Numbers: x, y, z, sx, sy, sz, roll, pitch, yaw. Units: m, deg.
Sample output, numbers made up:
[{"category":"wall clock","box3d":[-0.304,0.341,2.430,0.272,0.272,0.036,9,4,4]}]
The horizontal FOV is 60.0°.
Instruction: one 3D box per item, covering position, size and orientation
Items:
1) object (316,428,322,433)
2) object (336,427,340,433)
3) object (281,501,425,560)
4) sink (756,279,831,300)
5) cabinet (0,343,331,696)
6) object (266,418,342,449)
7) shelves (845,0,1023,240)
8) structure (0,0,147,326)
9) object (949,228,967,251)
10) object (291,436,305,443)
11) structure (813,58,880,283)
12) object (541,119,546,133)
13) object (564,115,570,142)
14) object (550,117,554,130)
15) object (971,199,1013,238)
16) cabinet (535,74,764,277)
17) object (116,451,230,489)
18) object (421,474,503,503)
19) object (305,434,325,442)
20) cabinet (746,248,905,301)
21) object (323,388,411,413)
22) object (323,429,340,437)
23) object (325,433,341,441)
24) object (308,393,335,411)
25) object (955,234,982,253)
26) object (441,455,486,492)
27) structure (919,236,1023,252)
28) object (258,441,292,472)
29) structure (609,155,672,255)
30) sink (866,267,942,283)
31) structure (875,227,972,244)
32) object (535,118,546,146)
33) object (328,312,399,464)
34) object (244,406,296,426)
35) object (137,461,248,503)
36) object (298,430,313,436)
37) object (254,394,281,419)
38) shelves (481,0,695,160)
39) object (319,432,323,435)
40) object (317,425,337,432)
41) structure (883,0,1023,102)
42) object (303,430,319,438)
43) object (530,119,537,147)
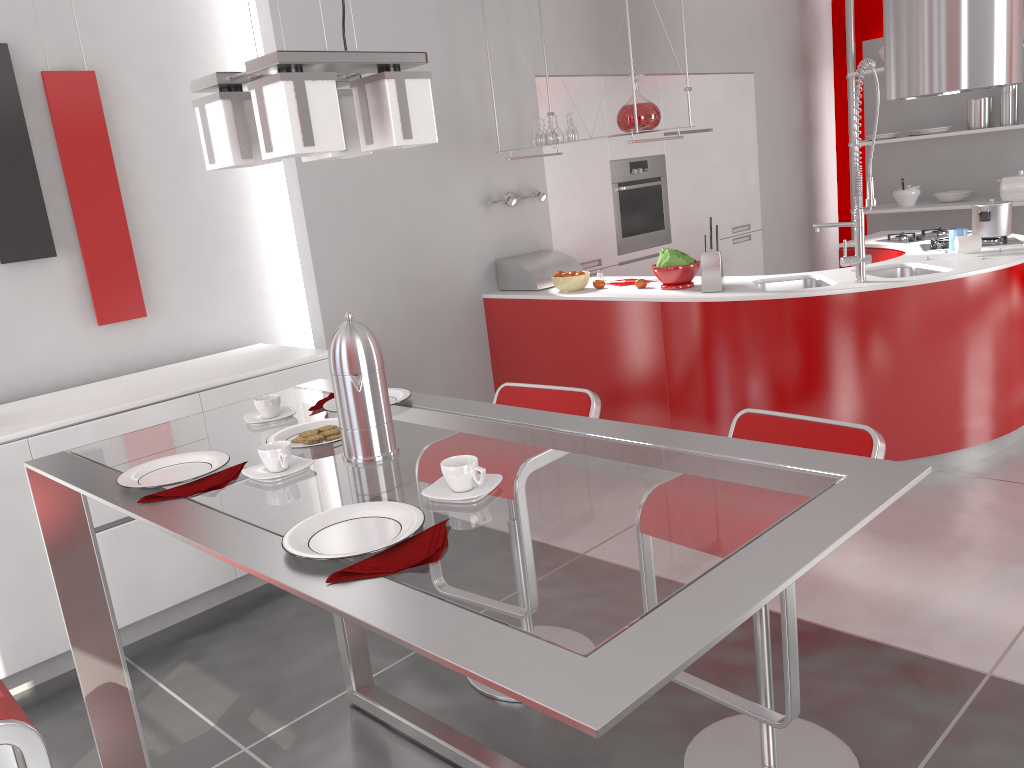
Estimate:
[{"category":"object","box3d":[-0.416,0.101,1.970,0.034,0.006,0.036,-19,18,-42]},{"category":"object","box3d":[-0.379,0.102,1.944,0.036,0.006,0.034,6,19,45]},{"category":"object","box3d":[-0.239,0.225,1.346,0.217,0.015,0.217,-11,14,-19]},{"category":"sink","box3d":[1.292,-0.360,4.066,0.326,0.172,0.428,-5,13,7]},{"category":"cabinet","box3d":[-1.546,0.479,3.423,1.802,0.880,0.610,-19,18,-42]},{"category":"object","box3d":[-0.422,0.111,1.923,0.217,0.015,0.217,-8,13,-6]},{"category":"shelves","box3d":[3.276,-1.694,6.398,0.535,2.599,1.735,-19,18,-42]},{"category":"structure","box3d":[-1.928,-0.917,3.343,0.820,1.503,0.040,-19,18,-42]},{"category":"object","box3d":[2.158,-0.700,4.293,0.080,0.100,0.109,-2,14,19]},{"category":"object","box3d":[-0.454,0.119,1.912,0.036,0.006,0.034,-1,15,25]},{"category":"structure","box3d":[1.460,-0.901,3.789,0.308,0.920,0.178,-7,13,0]},{"category":"object","box3d":[0.176,-1.348,4.764,0.060,0.141,0.060,-19,18,-42]},{"category":"object","box3d":[0.299,-1.332,4.630,0.060,0.141,0.060,-19,18,-42]},{"category":"object","box3d":[0.213,-1.334,4.683,0.060,0.141,0.060,-19,18,-42]},{"category":"object","box3d":[2.432,-0.842,4.496,0.189,0.185,0.218,-5,13,9]},{"category":"cabinet","box3d":[0.880,-1.089,6.310,2.398,2.026,0.614,-19,18,-42]},{"category":"object","box3d":[-0.676,0.176,1.778,0.217,0.015,0.217,-2,14,22]},{"category":"object","box3d":[-0.082,0.175,1.483,0.119,0.016,0.119,0,15,26]},{"category":"object","box3d":[-0.419,0.114,1.887,0.036,0.006,0.034,-15,15,-30]},{"category":"cabinet","box3d":[1.234,-0.235,4.889,1.875,0.761,1.025,-6,13,2]},{"category":"object","box3d":[-0.353,0.045,2.167,0.217,0.015,0.217,-8,13,-7]},{"category":"object","box3d":[-0.391,0.104,1.915,0.034,0.006,0.036,-12,14,-19]},{"category":"object","box3d":[-0.381,0.113,1.900,0.036,0.006,0.034,-12,14,-21]},{"category":"object","box3d":[-0.445,0.034,2.270,0.234,0.012,0.095,-19,18,-42]},{"category":"object","box3d":[2.141,-0.660,4.170,0.100,0.080,0.109,-3,14,16]},{"category":"object","box3d":[-0.082,0.153,1.470,0.062,0.049,0.078,-12,14,-20]},{"category":"structure","box3d":[2.354,-0.734,4.560,0.457,0.037,0.303,-2,14,21]},{"category":"object","box3d":[-0.452,0.143,1.698,0.062,0.049,0.078,-8,13,-3]},{"category":"structure","box3d":[0.868,-1.187,5.840,0.599,0.589,0.050,-19,18,-42]},{"category":"sink","box3d":[1.776,-0.415,4.053,0.326,0.172,0.428,-8,13,-4]},{"category":"structure","box3d":[2.368,-0.858,5.080,0.457,0.037,0.303,-10,14,-13]},{"category":"object","box3d":[0.146,-1.308,4.608,0.060,0.141,0.060,-1,14,23]},{"category":"object","box3d":[-0.307,-0.001,1.743,0.113,0.287,0.149,-16,16,-34]},{"category":"object","box3d":[-0.584,0.079,2.143,0.119,0.016,0.119,-13,14,-23]},{"category":"object","box3d":[-0.580,0.190,1.678,0.095,0.012,0.234,6,18,44]},{"category":"object","box3d":[-0.448,0.109,1.952,0.036,0.006,0.034,1,15,29]},{"category":"object","box3d":[-0.592,0.055,2.143,0.078,0.049,0.062,7,19,45]},{"category":"shelves","box3d":[0.349,-1.683,4.384,0.462,1.023,0.934,-19,18,-42]},{"category":"object","box3d":[-0.411,0.110,1.927,0.034,0.006,0.036,-13,15,-25]},{"category":"object","box3d":[-0.407,0.097,1.953,0.034,0.006,0.036,2,16,34]},{"category":"structure","box3d":[2.251,-1.985,4.544,0.644,0.958,0.644,-4,14,13]},{"category":"object","box3d":[-0.436,0.108,1.924,0.034,0.006,0.036,-8,13,-6]},{"category":"object","box3d":[0.123,-1.327,4.699,0.060,0.141,0.060,-19,18,-42]}]
